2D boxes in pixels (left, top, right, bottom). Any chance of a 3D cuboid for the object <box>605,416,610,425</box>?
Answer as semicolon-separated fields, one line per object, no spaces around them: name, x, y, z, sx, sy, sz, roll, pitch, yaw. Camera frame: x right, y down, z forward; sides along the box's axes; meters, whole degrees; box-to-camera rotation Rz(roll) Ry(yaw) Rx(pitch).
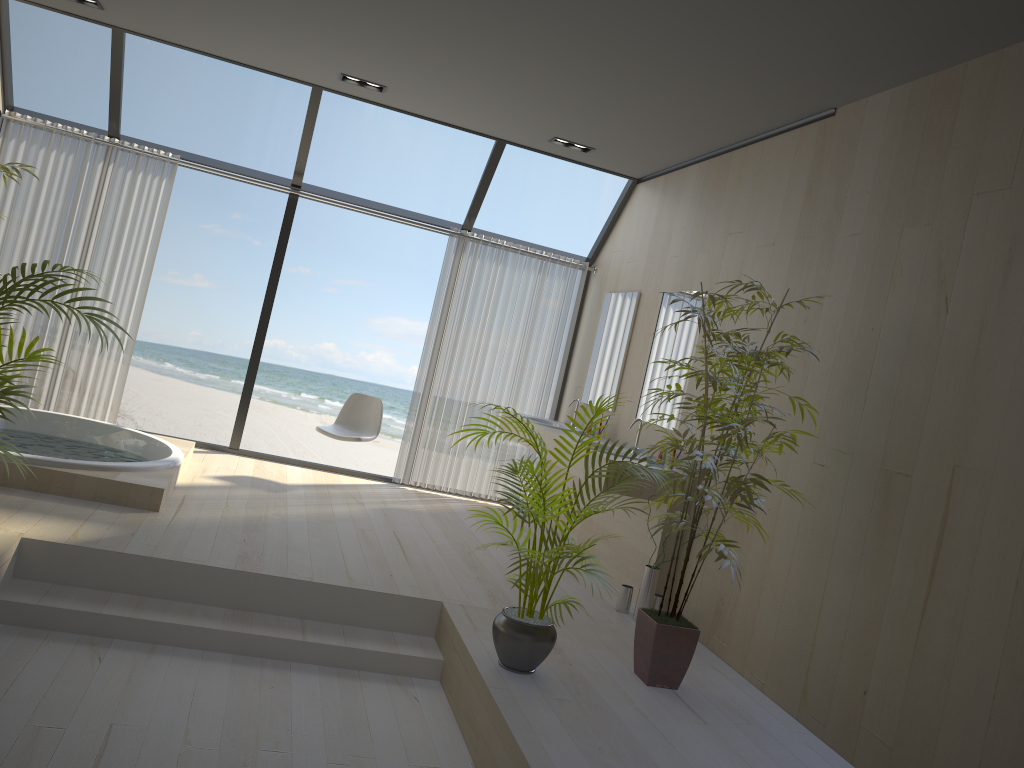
object;0.640;0.302;6.178;0.054;0.175;0.012;13;-2;11

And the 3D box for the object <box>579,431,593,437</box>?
object;0.517;0.349;6.177;0.105;0.029;0.032;14;0;26

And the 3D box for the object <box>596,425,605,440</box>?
object;0.615;0.338;6.180;0.058;0.100;0.058;13;-1;-8

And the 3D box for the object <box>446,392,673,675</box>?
object;0.100;0.541;3.514;0.919;1.159;0.747;13;-1;19

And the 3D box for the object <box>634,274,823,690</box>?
object;0.859;0.413;3.748;0.788;1.759;0.932;13;-1;10

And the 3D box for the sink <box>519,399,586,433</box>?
sink;0.302;0.285;6.544;0.502;0.420;0.575;13;0;-11

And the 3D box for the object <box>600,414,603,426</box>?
object;0.613;0.295;6.155;0.012;0.178;0.049;12;-2;24

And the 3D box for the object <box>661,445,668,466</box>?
object;0.891;0.412;5.193;0.039;0.135;0.039;12;-2;27

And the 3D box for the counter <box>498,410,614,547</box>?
counter;0.246;0.697;6.576;0.548;0.792;1.208;13;1;-15

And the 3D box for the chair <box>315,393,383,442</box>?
chair;-1.177;0.249;6.549;0.370;0.348;0.452;13;0;14

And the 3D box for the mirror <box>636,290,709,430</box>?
mirror;1.011;-0.162;5.590;0.023;0.870;0.655;13;-1;-15

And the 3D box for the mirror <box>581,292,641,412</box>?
mirror;0.728;-0.255;6.586;0.023;0.870;0.655;13;-1;-15

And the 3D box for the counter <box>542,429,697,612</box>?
counter;0.546;0.798;5.408;0.548;0.792;1.208;13;1;-15

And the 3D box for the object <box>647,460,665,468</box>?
object;0.816;0.450;5.009;0.105;0.029;0.032;14;0;26

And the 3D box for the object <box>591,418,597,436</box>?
object;0.592;0.310;6.361;0.039;0.135;0.038;12;-2;34

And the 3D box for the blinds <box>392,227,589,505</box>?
blinds;-0.160;-0.118;7.162;1.179;2.074;0.084;13;-2;-14

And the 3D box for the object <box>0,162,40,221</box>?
object;-2.868;-0.443;3.933;0.788;1.759;0.932;13;-1;10

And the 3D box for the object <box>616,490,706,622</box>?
object;0.834;0.901;4.721;0.404;0.750;0.275;13;-1;-27

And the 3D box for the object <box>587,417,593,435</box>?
object;0.552;0.304;6.255;0.039;0.135;0.038;12;-2;34

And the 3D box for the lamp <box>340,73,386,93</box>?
lamp;-0.982;-2.051;5.893;0.300;0.112;0.164;13;1;-15

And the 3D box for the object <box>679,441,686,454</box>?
object;0.939;0.403;5.010;0.054;0.175;0.012;13;-2;11

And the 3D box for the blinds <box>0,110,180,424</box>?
blinds;-3.229;-0.796;6.357;1.179;2.074;0.084;13;-2;-14

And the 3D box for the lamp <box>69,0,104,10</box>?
lamp;-2.677;-2.425;5.448;0.300;0.112;0.164;13;1;-15

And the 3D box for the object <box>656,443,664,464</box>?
object;0.852;0.406;5.087;0.039;0.135;0.039;12;-2;27

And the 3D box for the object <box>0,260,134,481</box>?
object;-1.934;-0.001;3.068;1.059;1.347;0.877;13;-1;-26

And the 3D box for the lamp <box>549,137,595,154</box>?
lamp;0.433;-1.739;6.265;0.300;0.112;0.164;13;1;-15

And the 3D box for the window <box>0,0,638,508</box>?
window;-1.563;-0.773;6.585;4.545;2.818;0.746;13;-1;-14

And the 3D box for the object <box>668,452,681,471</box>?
object;0.915;0.440;5.012;0.058;0.100;0.058;13;-1;-4

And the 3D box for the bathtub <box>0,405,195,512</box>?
bathtub;-2.885;0.356;5.173;1.815;0.699;1.652;13;1;-15

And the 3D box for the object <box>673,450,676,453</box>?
object;0.912;0.397;4.987;0.012;0.178;0.049;12;-2;24

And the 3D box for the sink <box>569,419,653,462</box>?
sink;0.602;0.387;5.376;0.502;0.420;0.575;13;0;-11
